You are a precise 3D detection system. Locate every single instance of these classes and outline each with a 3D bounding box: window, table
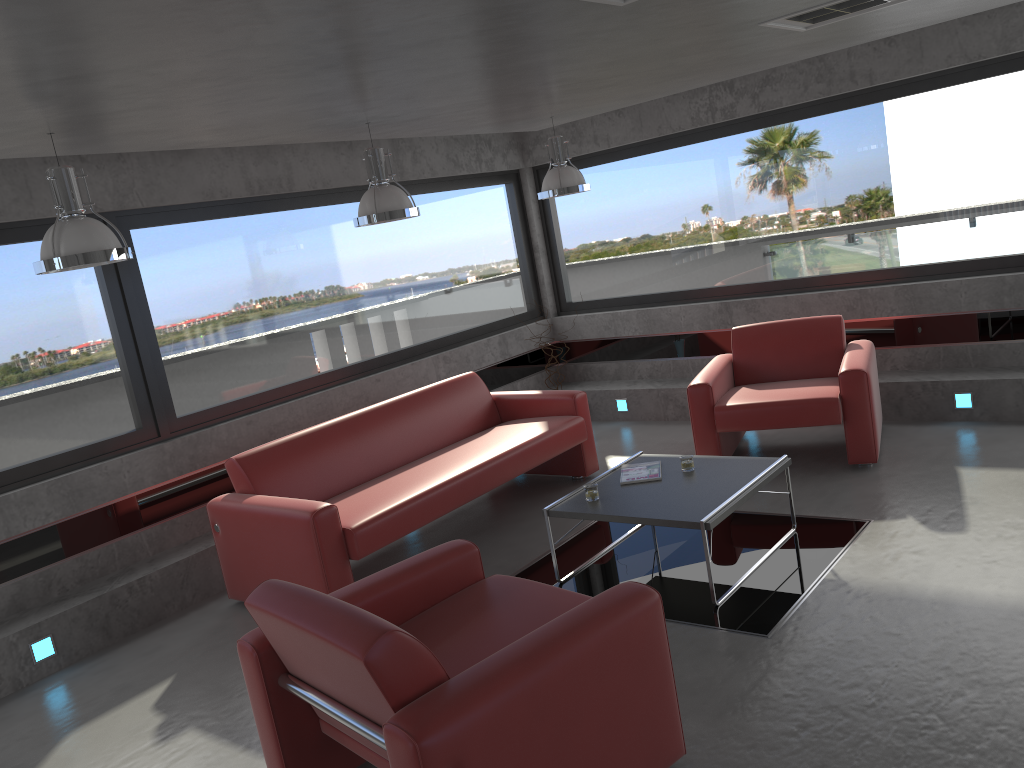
[{"bbox_3d":[2.162,-1.508,7.435,4.583,1.364,0.003,-2,13,40],"label":"window"},{"bbox_3d":[0.880,0.739,4.844,0.994,0.436,1.018,-2,13,40],"label":"table"},{"bbox_3d":[-2.309,-0.421,5.906,0.003,1.364,7.800,-2,13,40],"label":"window"}]

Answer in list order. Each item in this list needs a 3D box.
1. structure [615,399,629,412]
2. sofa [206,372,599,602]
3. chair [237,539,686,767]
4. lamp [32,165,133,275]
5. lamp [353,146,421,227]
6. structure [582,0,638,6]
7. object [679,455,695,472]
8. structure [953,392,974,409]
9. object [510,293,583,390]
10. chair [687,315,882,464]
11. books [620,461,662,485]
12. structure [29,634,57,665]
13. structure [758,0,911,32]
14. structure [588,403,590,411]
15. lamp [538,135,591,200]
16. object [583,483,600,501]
[{"bbox_3d":[1.013,0.197,8.166,0.123,0.123,0.004,-2,13,40],"label":"structure"},{"bbox_3d":[-0.578,0.560,5.922,1.120,0.854,2.626,-2,13,40],"label":"sofa"},{"bbox_3d":[-0.189,0.977,3.150,1.130,0.854,1.196,-18,13,-39],"label":"chair"},{"bbox_3d":[-1.870,-0.709,3.773,0.389,0.422,0.388,-2,13,40],"label":"lamp"},{"bbox_3d":[-0.760,-1.150,5.120,0.389,0.422,0.388,-2,13,40],"label":"lamp"},{"bbox_3d":[0.425,-1.445,2.853,0.563,0.240,0.563,-2,13,40],"label":"structure"},{"bbox_3d":[0.984,0.444,4.978,0.079,0.077,0.079,-19,13,-41],"label":"object"},{"bbox_3d":[3.219,0.119,6.323,0.123,0.123,0.004,-2,13,40],"label":"structure"},{"bbox_3d":[0.362,-0.114,7.714,0.466,1.289,0.531,-18,12,-36],"label":"object"},{"bbox_3d":[1.931,0.039,6.272,1.196,0.854,1.130,-6,11,25],"label":"chair"},{"bbox_3d":[0.738,0.502,5.070,0.228,0.022,0.326,-9,10,10],"label":"books"},{"bbox_3d":[-2.543,1.439,4.812,0.004,0.123,0.123,-2,13,40],"label":"structure"},{"bbox_3d":[1.528,-1.883,4.192,0.563,0.240,0.563,-2,13,40],"label":"structure"},{"bbox_3d":[0.681,0.209,8.444,0.123,0.123,0.004,-2,13,40],"label":"structure"},{"bbox_3d":[0.350,-1.590,6.467,0.388,0.422,0.389,-5,11,29],"label":"lamp"},{"bbox_3d":[0.429,0.582,4.772,0.079,0.077,0.079,-6,11,23],"label":"object"}]
